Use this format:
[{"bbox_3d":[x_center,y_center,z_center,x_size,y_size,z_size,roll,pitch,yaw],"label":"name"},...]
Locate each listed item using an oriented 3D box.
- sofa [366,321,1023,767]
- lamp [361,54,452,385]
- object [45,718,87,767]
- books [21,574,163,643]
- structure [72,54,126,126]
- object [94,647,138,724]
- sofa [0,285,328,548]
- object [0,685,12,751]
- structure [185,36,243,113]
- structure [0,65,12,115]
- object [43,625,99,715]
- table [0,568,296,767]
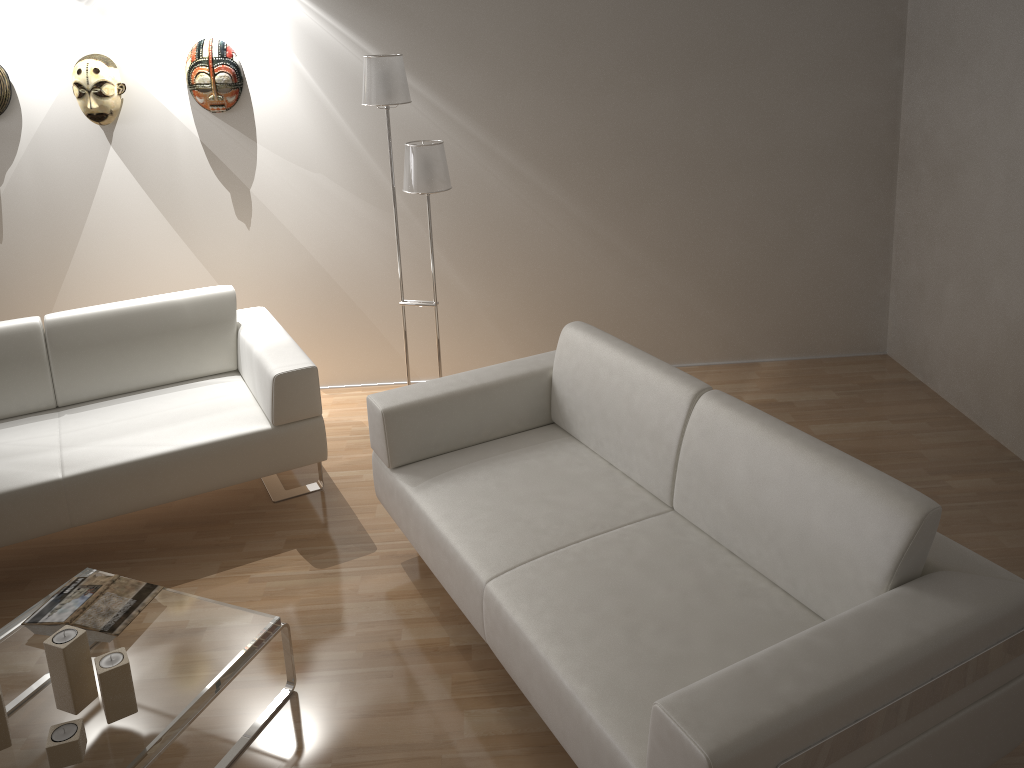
[{"bbox_3d":[0.319,0.418,2.443,0.917,0.708,1.844,-12,23,-25],"label":"sofa"},{"bbox_3d":[-0.417,-0.569,3.770,0.366,1.602,0.217,2,16,18],"label":"lamp"},{"bbox_3d":[-0.975,0.782,1.916,0.067,0.071,0.070,-8,19,-16],"label":"object"},{"bbox_3d":[-1.137,0.605,2.386,0.292,0.053,0.213,2,22,12],"label":"books"},{"bbox_3d":[-1.911,-1.342,4.007,0.243,0.315,0.135,-3,16,-1],"label":"structure"},{"bbox_3d":[-0.919,0.693,2.031,0.068,0.145,0.069,-13,19,-31],"label":"object"},{"bbox_3d":[-1.694,0.170,3.276,1.804,0.709,0.937,-13,22,-26],"label":"sofa"},{"bbox_3d":[-1.166,0.738,1.949,0.068,0.144,0.069,-13,19,-30],"label":"object"},{"bbox_3d":[-1.385,-1.426,4.045,0.265,0.340,0.078,-3,15,-2],"label":"structure"},{"bbox_3d":[-2.466,-1.352,4.002,0.317,0.303,0.072,-3,15,-2],"label":"structure"},{"bbox_3d":[-1.035,0.665,2.055,0.067,0.188,0.069,4,17,22],"label":"object"},{"bbox_3d":[-1.077,0.842,2.188,0.703,0.239,0.829,6,23,21],"label":"table"}]
